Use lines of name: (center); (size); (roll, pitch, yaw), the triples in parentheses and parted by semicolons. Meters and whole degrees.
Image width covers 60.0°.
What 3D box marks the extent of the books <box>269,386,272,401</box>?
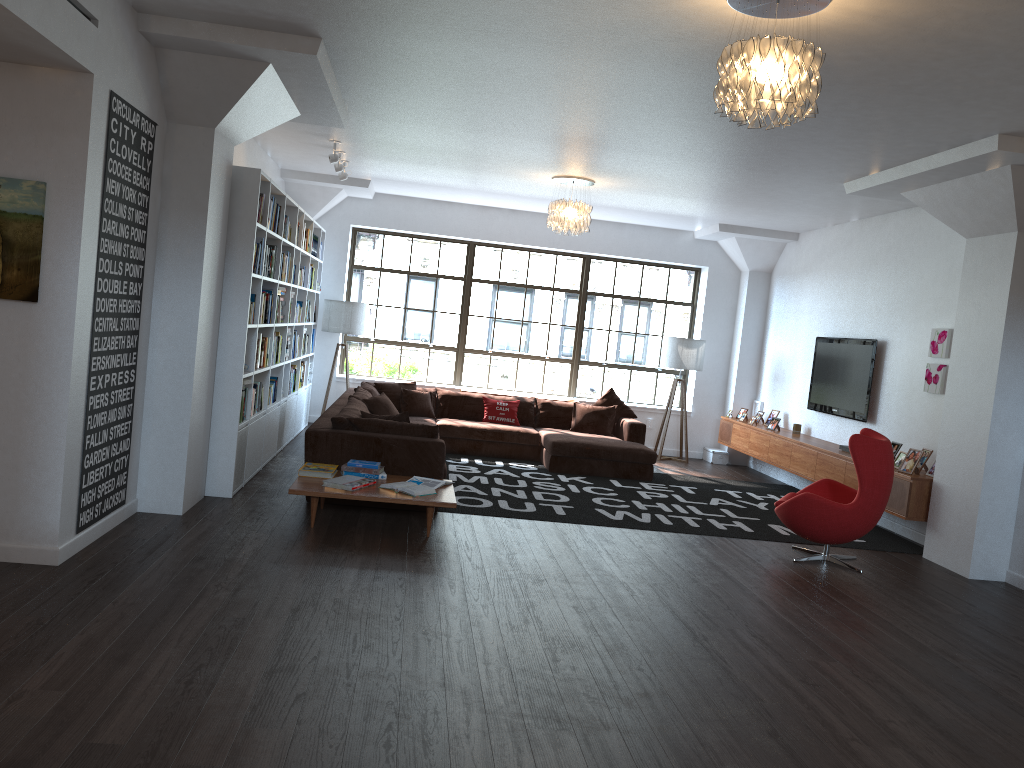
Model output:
books: (-2.270, 0.100, 8.149); (0.107, 0.167, 0.017); (6, 4, -6)

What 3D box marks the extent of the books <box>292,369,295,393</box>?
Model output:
books: (-2.407, -0.035, 9.393); (0.183, 0.253, 0.034); (6, 4, -7)

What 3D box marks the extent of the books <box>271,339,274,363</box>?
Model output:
books: (-2.207, -0.299, 7.868); (0.160, 0.250, 0.026); (6, 4, -7)

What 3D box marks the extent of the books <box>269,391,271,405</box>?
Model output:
books: (-2.267, 0.104, 8.125); (0.106, 0.162, 0.032); (6, 4, -6)

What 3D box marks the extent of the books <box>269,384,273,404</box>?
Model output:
books: (-2.286, 0.088, 8.224); (0.128, 0.178, 0.021); (6, 4, -6)

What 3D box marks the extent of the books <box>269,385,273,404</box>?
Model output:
books: (-2.284, 0.092, 8.197); (0.126, 0.173, 0.032); (6, 4, -6)

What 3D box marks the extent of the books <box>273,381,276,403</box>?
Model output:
books: (-2.294, 0.069, 8.311); (0.146, 0.202, 0.027); (6, 4, -6)

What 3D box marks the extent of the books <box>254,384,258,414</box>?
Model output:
books: (-2.199, 0.118, 7.333); (0.171, 0.246, 0.039); (6, 4, -6)

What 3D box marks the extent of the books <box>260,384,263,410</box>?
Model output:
books: (-2.227, 0.105, 7.587); (0.174, 0.236, 0.142); (6, 4, -7)

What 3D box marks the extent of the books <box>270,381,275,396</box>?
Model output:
books: (-2.299, 0.070, 8.284); (0.146, 0.202, 0.027); (6, 4, -6)

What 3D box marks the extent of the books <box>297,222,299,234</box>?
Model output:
books: (-2.201, -1.484, 8.754); (0.160, 0.251, 0.031); (6, 4, -6)

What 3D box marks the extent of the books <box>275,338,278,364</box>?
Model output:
books: (-2.246, -0.314, 8.129); (0.174, 0.240, 0.045); (6, 4, -7)

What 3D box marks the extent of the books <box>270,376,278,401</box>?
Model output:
books: (-2.318, 0.042, 8.475); (0.140, 0.231, 0.042); (6, 4, -6)

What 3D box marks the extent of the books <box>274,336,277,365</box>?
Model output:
books: (-2.224, -0.311, 8.008); (0.183, 0.253, 0.034); (6, 4, -7)

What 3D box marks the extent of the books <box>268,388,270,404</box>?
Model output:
books: (-2.269, 0.111, 8.079); (0.110, 0.153, 0.018); (6, 4, -6)

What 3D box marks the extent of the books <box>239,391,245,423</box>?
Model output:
books: (-2.128, 0.167, 6.711); (0.174, 0.240, 0.054); (6, 4, -6)

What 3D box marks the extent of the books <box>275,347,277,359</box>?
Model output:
books: (-2.236, -0.303, 8.095); (0.161, 0.223, 0.027); (6, 4, -7)

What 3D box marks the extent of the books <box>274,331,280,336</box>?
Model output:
books: (-2.249, -0.345, 8.201); (0.176, 0.290, 0.036); (6, 4, -7)

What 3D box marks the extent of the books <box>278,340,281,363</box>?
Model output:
books: (-2.261, -0.319, 8.319); (0.161, 0.223, 0.027); (6, 4, -7)

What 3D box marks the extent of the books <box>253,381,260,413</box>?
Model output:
books: (-2.212, 0.105, 7.410); (0.180, 0.259, 0.042); (6, 4, -6)

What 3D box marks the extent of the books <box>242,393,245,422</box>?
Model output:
books: (-2.132, 0.171, 6.787); (0.161, 0.223, 0.032); (6, 4, -6)

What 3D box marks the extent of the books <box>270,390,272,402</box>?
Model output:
books: (-2.281, 0.096, 8.169); (0.122, 0.169, 0.023); (6, 4, -6)

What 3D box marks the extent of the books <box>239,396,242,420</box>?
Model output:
books: (-2.125, 0.179, 6.669); (0.161, 0.223, 0.032); (6, 4, -6)

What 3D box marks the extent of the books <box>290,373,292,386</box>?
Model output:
books: (-2.390, -0.024, 9.253); (0.160, 0.250, 0.026); (6, 4, -7)

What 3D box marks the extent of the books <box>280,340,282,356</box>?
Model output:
books: (-2.275, -0.334, 8.386); (0.174, 0.240, 0.045); (6, 4, -7)

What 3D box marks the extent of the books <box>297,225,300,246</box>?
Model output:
books: (-2.197, -1.471, 8.787); (0.161, 0.223, 0.032); (6, 4, -6)

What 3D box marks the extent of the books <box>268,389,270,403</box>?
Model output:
books: (-2.265, 0.112, 8.061); (0.110, 0.153, 0.019); (6, 4, -6)

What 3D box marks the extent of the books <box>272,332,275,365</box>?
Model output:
books: (-2.218, -0.325, 7.930); (0.176, 0.290, 0.053); (6, 4, -7)

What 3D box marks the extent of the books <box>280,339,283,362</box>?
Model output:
books: (-2.269, -0.327, 8.422); (0.161, 0.223, 0.026); (6, 4, -7)

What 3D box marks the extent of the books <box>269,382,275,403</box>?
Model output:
books: (-2.291, 0.079, 8.252); (0.139, 0.191, 0.036); (6, 4, -6)

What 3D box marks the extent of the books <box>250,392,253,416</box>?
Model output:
books: (-2.185, 0.138, 7.149); (0.176, 0.231, 0.053); (6, 4, -6)

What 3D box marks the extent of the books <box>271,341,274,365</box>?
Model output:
books: (-2.209, -0.288, 7.894); (0.161, 0.223, 0.026); (6, 4, -7)

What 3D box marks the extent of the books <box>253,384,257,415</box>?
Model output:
books: (-2.195, 0.118, 7.259); (0.183, 0.253, 0.042); (6, 4, -6)

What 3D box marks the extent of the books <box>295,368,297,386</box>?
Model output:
books: (-2.438, -0.057, 9.634); (0.180, 0.259, 0.060); (6, 4, -7)

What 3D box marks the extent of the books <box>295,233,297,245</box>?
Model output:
books: (-2.185, -1.466, 8.621); (0.174, 0.236, 0.136); (6, 4, -7)

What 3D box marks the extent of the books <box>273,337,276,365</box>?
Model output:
books: (-2.224, -0.309, 7.975); (0.183, 0.253, 0.034); (6, 4, -7)

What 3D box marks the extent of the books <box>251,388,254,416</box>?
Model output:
books: (-2.184, 0.140, 7.193); (0.161, 0.223, 0.033); (6, 4, -6)

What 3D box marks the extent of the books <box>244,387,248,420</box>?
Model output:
books: (-2.157, 0.146, 6.903); (0.180, 0.251, 0.048); (6, 4, -6)

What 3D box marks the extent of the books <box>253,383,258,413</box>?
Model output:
books: (-2.206, 0.113, 7.371); (0.160, 0.251, 0.039); (6, 4, -6)

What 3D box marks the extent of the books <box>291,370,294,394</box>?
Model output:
books: (-2.407, -0.033, 9.359); (0.183, 0.253, 0.034); (6, 4, -7)

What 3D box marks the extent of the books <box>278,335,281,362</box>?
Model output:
books: (-2.254, -0.333, 8.250); (0.180, 0.259, 0.060); (6, 4, -7)

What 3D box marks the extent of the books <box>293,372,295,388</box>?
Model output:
books: (-2.429, -0.039, 9.514); (0.174, 0.240, 0.045); (6, 4, -7)

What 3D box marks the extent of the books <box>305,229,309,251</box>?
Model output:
books: (-2.270, -1.535, 9.438); (0.183, 0.253, 0.034); (6, 4, -6)

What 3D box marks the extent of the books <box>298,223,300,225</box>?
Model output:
books: (-2.205, -1.488, 8.820); (0.160, 0.251, 0.039); (6, 4, -6)

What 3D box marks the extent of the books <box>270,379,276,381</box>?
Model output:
books: (-2.328, 0.056, 8.429); (0.144, 0.207, 0.048); (6, 4, -6)

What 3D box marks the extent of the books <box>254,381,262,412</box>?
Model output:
books: (-2.216, 0.102, 7.497); (0.183, 0.253, 0.042); (6, 4, -6)

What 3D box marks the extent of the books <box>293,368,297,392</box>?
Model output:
books: (-2.422, -0.047, 9.553); (0.183, 0.253, 0.034); (6, 4, -7)

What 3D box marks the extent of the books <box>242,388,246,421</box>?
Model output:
books: (-2.149, 0.152, 6.821); (0.183, 0.253, 0.042); (6, 4, -6)

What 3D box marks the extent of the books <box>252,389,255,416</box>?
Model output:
books: (-2.183, 0.147, 7.225); (0.161, 0.223, 0.030); (6, 4, -7)

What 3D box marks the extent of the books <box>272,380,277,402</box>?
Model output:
books: (-2.306, 0.063, 8.392); (0.146, 0.202, 0.027); (6, 4, -6)

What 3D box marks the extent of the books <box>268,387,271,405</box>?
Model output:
books: (-2.271, 0.103, 8.098); (0.120, 0.167, 0.020); (6, 4, -6)
